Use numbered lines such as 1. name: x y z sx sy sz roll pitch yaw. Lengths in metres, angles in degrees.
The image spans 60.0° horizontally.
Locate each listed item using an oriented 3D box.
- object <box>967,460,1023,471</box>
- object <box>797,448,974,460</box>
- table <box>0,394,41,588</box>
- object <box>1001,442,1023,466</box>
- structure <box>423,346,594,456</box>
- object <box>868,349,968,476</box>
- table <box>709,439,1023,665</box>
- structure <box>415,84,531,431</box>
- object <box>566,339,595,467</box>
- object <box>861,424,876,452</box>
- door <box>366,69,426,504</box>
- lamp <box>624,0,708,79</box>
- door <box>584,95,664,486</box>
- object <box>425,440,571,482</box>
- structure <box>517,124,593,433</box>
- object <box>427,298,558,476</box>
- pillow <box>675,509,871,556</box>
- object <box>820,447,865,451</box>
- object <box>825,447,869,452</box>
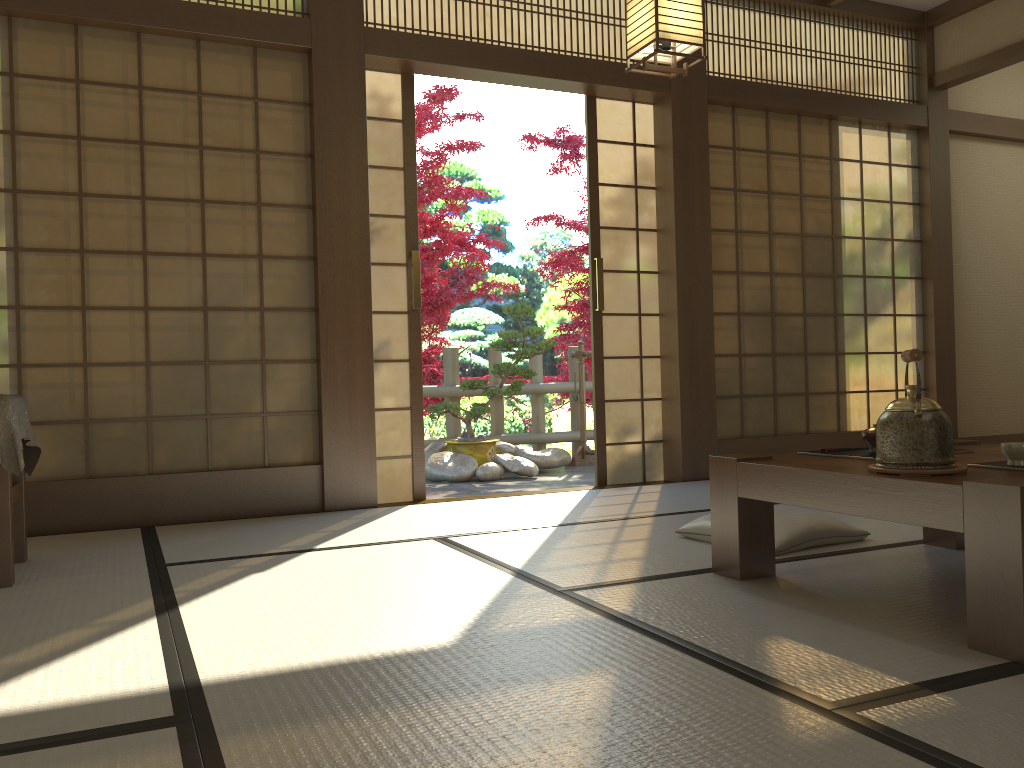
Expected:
1. object: 1.383 0.197 2.168 0.400 0.007 0.300 -2 0 -24
2. object: 1.120 0.205 2.672 0.400 0.007 0.300 -2 0 -24
3. table: -1.885 0.336 2.854 0.633 0.595 0.629 -2 0 -24
4. object: 1.240 0.171 2.172 0.074 0.052 0.073 -2 0 19
5. structure: -0.437 0.240 7.500 7.456 1.136 0.245 -2 0 -24
6. object: 0.975 0.064 2.150 0.219 0.296 0.226 -2 0 -29
7. table: 1.252 0.370 2.395 1.000 0.350 1.000 -2 0 -24
8. structure: -1.538 -1.119 7.937 3.412 4.004 3.045 -2 0 9
9. object: 0.883 0.142 7.211 1.045 1.061 0.368 -2 0 45
10. object: 1.087 0.159 2.626 0.100 0.080 0.100 -2 0 -24
11. door: -1.342 -0.475 4.252 1.894 2.380 0.073 -2 0 -24
12. lamp: 0.584 -1.779 3.465 0.240 1.129 0.240 -2 0 -24
13. door: 1.326 -0.548 5.443 1.894 2.380 0.073 -2 0 -24
14. object: -0.173 0.574 6.904 1.260 0.276 1.147 -2 0 -28
15. structure: 1.691 -1.208 9.468 3.045 4.004 3.412 -2 0 -21
16. object: -0.143 0.021 6.939 1.032 1.362 0.586 -2 0 2
17. pillow: 0.928 0.519 3.188 0.496 0.107 0.486 -2 0 -31
18. object: 1.037 0.200 2.759 0.200 0.008 0.008 -2 0 -23
19. object: 1.044 0.200 2.742 0.200 0.008 0.008 -2 0 -28
